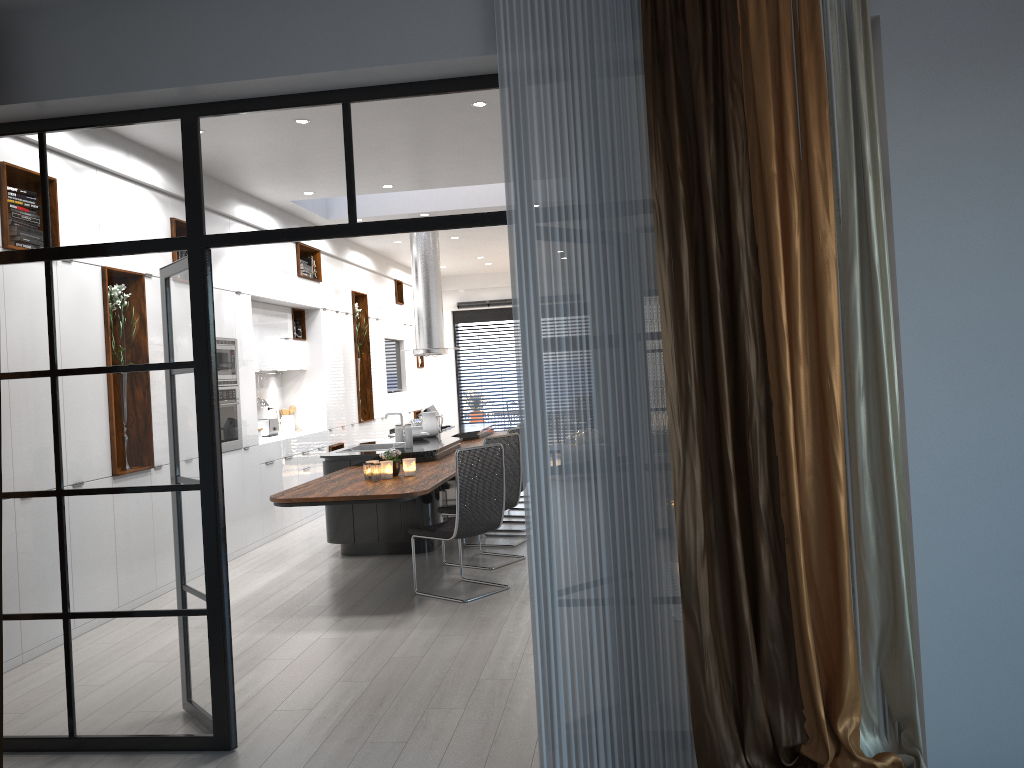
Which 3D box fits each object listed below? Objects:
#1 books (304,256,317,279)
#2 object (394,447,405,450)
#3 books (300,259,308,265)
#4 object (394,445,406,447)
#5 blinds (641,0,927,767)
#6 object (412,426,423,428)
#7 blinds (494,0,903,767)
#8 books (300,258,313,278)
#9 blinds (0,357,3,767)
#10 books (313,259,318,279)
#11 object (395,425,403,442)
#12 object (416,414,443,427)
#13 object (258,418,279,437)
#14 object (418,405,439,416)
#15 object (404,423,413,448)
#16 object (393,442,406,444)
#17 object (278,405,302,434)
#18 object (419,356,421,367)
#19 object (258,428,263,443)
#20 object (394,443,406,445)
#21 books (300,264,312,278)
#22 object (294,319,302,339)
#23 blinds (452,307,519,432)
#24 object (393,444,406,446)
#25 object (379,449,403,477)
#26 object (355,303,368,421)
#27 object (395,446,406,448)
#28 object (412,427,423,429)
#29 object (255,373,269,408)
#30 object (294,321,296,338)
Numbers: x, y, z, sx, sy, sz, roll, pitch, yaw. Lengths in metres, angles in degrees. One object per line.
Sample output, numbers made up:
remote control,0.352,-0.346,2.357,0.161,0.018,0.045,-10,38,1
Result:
books,-2.415,-1.338,10.383,0.253,0.312,0.030,-3,-1,7
object,-0.980,0.563,7.754,0.111,0.023,0.111,-3,1,20
books,-2.481,-1.368,10.071,0.250,0.047,0.307,-3,1,3
object,-0.981,0.550,7.754,0.111,0.023,0.111,-3,1,20
blinds,0.926,-0.115,3.066,0.810,3.045,0.255,-3,-1,8
object,-0.969,0.456,8.970,0.138,0.051,0.138,-3,1,-13
blinds,0.656,-0.093,3.202,1.300,3.069,0.052,-3,-1,7
books,-2.413,-1.328,10.298,0.197,0.268,0.026,-3,-1,7
blinds,-2.343,0.069,3.488,0.810,3.045,0.255,-3,-1,7
books,-2.401,-1.335,10.460,0.210,0.267,0.026,-3,-1,7
object,-1.006,0.465,7.904,0.071,0.219,0.071,-3,-1,-29
object,-0.974,0.441,10.470,0.253,0.147,0.265,-4,0,-40
object,-2.694,0.483,9.799,0.176,0.195,0.260,-3,0,7
object,-0.987,0.356,10.469,0.249,0.212,0.256,-3,0,43
object,-0.923,0.460,7.903,0.071,0.219,0.071,-4,-1,33
object,-0.982,0.524,7.755,0.111,0.023,0.111,-3,1,20
object,-2.620,0.412,10.342,0.221,0.316,0.330,-3,0,7
object,-1.616,-0.609,15.389,0.480,0.626,0.315,-3,0,-2
object,-2.634,0.518,8.676,0.380,0.148,0.263,-3,0,7
object,-0.982,0.531,7.755,0.111,0.023,0.111,-3,1,20
books,-2.452,-1.278,10.088,0.279,0.137,0.345,-3,1,2
object,-2.537,-0.641,10.424,0.123,0.231,0.123,-3,0,8
blinds,0.264,-0.084,16.476,2.584,2.721,0.358,-3,-1,7
object,-0.981,0.544,7.755,0.111,0.023,0.111,-3,1,20
object,-0.880,0.575,6.517,0.151,0.206,0.157,-3,0,24
object,-2.104,-0.305,12.000,0.322,1.615,0.323,-4,-1,33
object,-0.981,0.557,7.754,0.111,0.023,0.111,-3,1,20
object,-0.968,0.468,8.970,0.138,0.051,0.138,-3,1,-13
object,-2.778,0.072,9.786,0.069,0.389,0.320,-3,0,8
object,-2.563,-0.658,10.231,0.124,0.275,0.124,-3,-1,-5
